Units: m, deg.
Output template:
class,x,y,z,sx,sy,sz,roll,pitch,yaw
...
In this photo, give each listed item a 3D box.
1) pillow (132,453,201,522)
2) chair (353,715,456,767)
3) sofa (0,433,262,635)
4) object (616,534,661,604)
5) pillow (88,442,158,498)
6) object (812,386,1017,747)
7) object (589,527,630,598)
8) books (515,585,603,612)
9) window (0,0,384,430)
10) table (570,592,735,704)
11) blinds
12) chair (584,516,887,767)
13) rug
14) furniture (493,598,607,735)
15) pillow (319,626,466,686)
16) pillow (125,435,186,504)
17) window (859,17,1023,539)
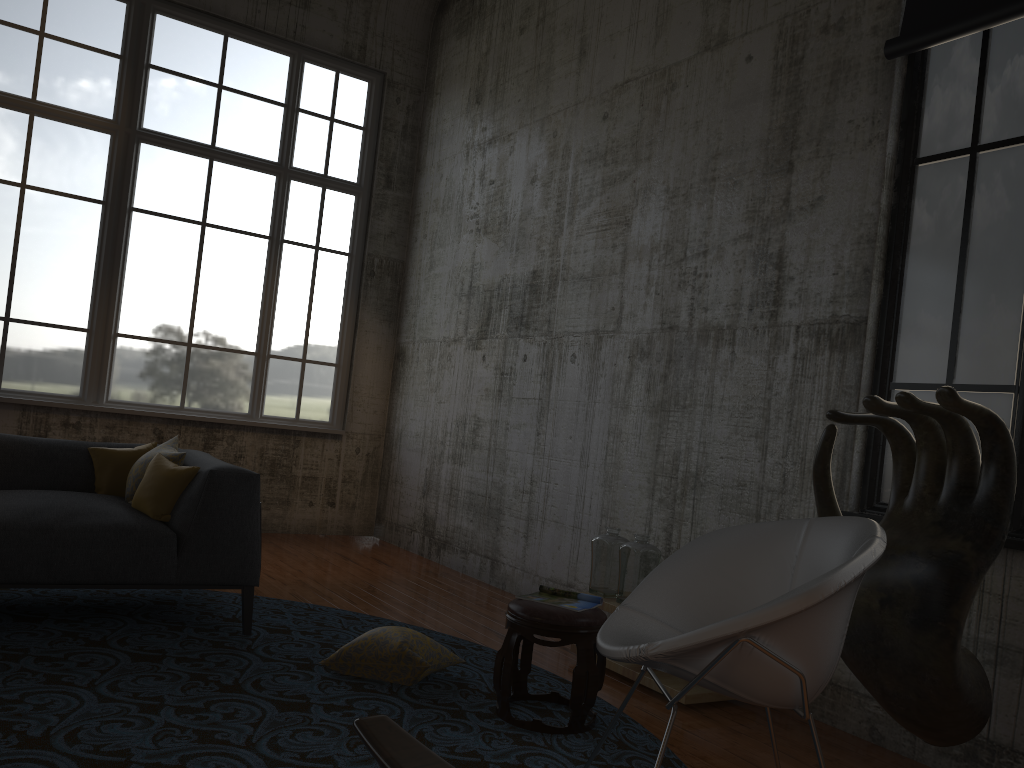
class,x,y,z,sx,sy,sz,roll,pitch,yaw
pillow,-1.767,0.514,4.438,0.434,0.318,0.169,5,-2,32
chair,-0.266,0.825,1.195,0.877,0.793,1.042,8,-3,-42
sofa,-2.828,0.656,4.247,3.009,0.860,1.361,8,-3,-30
object,0.642,0.950,4.517,0.163,0.361,0.163,7,-1,-29
pillow,-2.138,0.493,4.865,0.405,0.371,0.228,7,-2,-23
object,1.456,0.671,3.304,0.456,1.295,0.727,7,-1,-20
object,0.519,0.945,4.712,0.163,0.361,0.163,7,-1,-34
books,0.201,0.904,3.747,0.300,0.043,0.229,5,-3,32
window,-3.185,-1.483,7.181,4.291,3.433,0.050,8,-1,-32
table,0.756,1.319,4.465,0.476,0.358,0.874,8,-3,-32
blinds,2.451,-2.174,3.015,0.151,1.463,2.441,7,-2,-32
chair,0.654,0.880,2.702,0.806,1.030,1.059,6,-2,7
rug,-1.726,1.141,2.920,4.842,0.009,4.854,6,-3,14
furniture,0.167,1.152,3.701,0.431,0.477,0.432,6,-2,13
pillow,-0.530,1.237,4.060,0.503,0.247,0.482,5,-3,24
pillow,-1.914,0.493,4.733,0.260,0.446,0.536,7,-2,-25
window,2.474,-1.037,3.087,0.050,3.433,2.576,7,-2,-32
